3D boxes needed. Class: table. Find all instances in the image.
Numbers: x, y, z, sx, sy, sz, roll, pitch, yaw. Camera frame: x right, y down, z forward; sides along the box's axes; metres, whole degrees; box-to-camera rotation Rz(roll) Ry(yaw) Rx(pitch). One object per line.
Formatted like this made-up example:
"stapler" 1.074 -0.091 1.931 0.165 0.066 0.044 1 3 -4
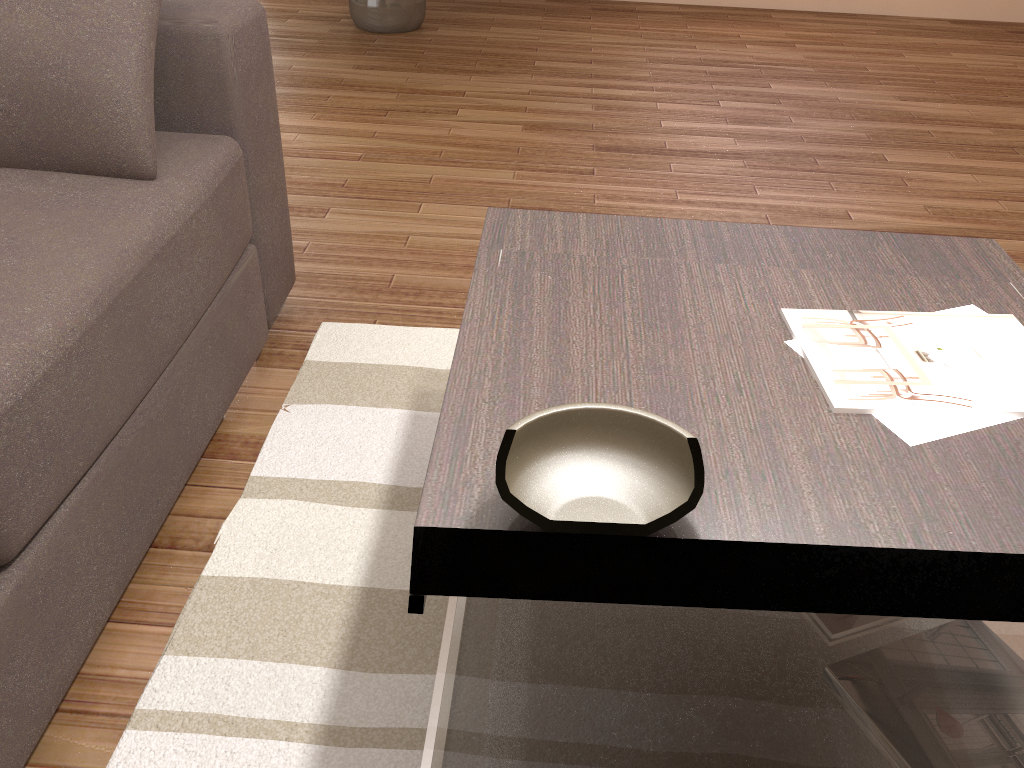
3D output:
"table" 0.337 0.266 1.205 0.856 0.558 1.110 4 34 2

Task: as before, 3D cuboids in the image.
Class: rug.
"rug" 0.331 0.493 1.368 1.791 0.024 2.122 4 34 2

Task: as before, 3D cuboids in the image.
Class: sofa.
"sofa" -0.968 0.445 0.694 1.906 0.776 3.565 4 34 2

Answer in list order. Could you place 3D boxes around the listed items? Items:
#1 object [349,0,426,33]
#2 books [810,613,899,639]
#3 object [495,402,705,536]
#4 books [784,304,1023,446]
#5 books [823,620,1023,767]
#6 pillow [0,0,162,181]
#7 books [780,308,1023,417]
"object" -0.624 -2.834 4.355 2.046 2.068 2.011 -6 35 -12
"books" 0.521 0.230 1.277 0.332 0.008 0.241 -10 36 -18
"object" 0.085 0.114 0.843 0.219 0.081 0.219 7 34 6
"books" 0.561 -0.020 1.152 0.332 0.008 0.241 -11 36 -19
"books" 0.557 0.422 1.006 0.241 0.026 0.332 -11 37 -19
"pillow" -0.999 -0.672 1.660 0.749 0.470 0.560 2 34 -1
"books" 0.545 -0.032 1.156 0.332 0.010 0.241 1 34 -2
